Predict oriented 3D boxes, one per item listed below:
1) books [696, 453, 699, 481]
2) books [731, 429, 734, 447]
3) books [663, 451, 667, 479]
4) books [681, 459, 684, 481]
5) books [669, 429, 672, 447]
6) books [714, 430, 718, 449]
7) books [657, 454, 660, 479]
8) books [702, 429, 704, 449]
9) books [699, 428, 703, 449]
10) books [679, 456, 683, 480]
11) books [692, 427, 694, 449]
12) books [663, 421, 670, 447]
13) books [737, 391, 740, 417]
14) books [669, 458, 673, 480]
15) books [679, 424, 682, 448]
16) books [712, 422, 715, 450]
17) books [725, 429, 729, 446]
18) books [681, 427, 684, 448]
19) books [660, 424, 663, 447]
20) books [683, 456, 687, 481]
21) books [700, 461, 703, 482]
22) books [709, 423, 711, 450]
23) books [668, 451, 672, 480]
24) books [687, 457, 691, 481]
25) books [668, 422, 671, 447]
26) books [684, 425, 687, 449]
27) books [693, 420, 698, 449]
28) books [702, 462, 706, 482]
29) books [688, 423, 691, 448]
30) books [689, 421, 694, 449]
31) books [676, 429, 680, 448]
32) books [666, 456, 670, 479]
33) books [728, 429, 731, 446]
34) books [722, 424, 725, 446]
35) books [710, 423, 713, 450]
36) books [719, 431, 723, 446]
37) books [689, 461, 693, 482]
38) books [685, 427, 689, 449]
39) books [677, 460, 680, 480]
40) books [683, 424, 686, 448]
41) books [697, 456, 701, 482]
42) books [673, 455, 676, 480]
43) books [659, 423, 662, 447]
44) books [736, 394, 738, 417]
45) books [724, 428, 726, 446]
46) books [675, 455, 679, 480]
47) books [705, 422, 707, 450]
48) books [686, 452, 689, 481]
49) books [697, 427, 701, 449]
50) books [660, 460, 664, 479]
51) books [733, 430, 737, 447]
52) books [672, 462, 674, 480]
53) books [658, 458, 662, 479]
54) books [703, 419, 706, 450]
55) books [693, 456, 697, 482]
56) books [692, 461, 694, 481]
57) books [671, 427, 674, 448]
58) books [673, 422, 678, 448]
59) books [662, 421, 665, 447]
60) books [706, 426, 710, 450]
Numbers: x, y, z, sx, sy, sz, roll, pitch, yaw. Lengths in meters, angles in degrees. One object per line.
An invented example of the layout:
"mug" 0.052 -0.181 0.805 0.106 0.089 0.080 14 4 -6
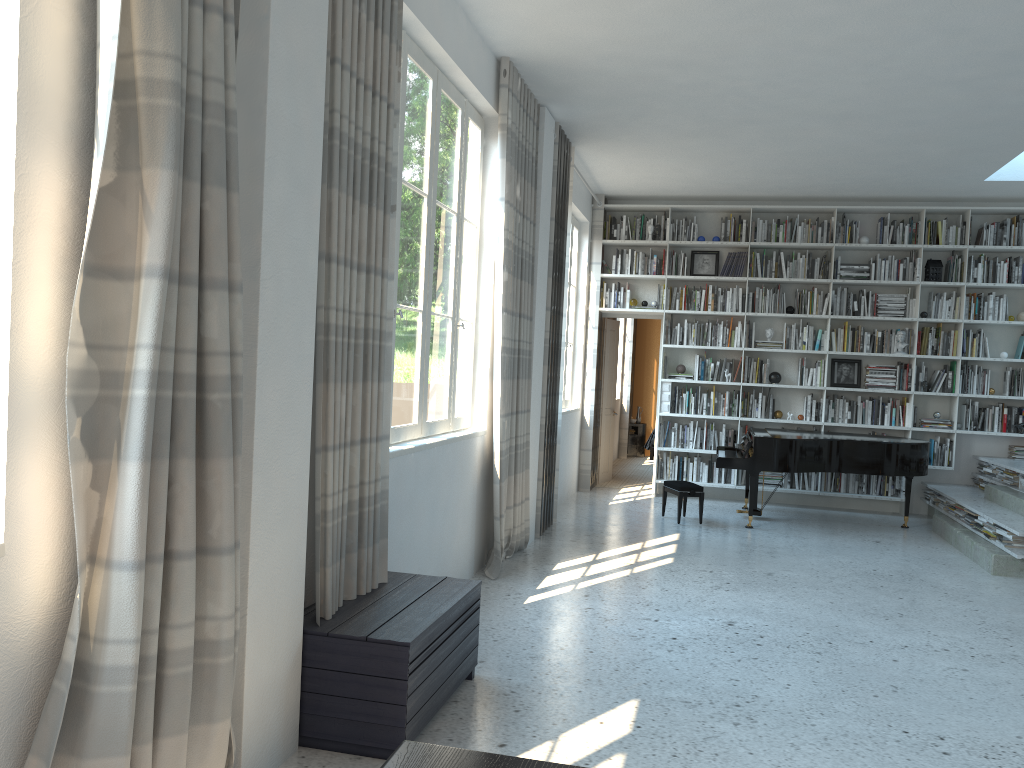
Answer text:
"books" 2.016 0.900 9.634 0.014 0.304 0.139 3 2 13
"books" 2.367 0.602 9.548 0.026 0.236 0.140 3 2 13
"books" 1.676 0.887 9.701 0.044 0.294 0.181 3 2 13
"books" 1.861 0.933 9.661 0.022 0.221 0.163 3 2 13
"books" 1.739 0.588 9.691 0.024 0.198 0.148 3 2 13
"books" 2.208 0.604 9.573 0.059 0.216 0.177 3 2 13
"books" 1.607 0.903 9.730 0.012 0.254 0.161 3 2 13
"books" 2.074 0.600 9.611 0.013 0.209 0.154 3 2 13
"books" 2.054 0.591 9.616 0.028 0.225 0.134 3 2 13
"books" 1.843 0.917 9.675 0.022 0.252 0.139 3 2 13
"books" 1.969 0.583 9.639 0.012 0.232 0.148 3 2 13
"books" 1.689 0.543 9.681 0.052 0.284 0.172 3 2 13
"books" 2.433 0.210 9.526 0.024 0.280 0.135 3 2 13
"books" 1.741 0.924 9.686 0.022 0.226 0.154 3 2 13
"books" 1.840 0.568 9.677 0.022 0.248 0.133 3 2 13
"books" 2.174 0.560 9.577 0.013 0.301 0.172 3 2 13
"books" 2.319 0.604 9.565 0.030 0.227 0.140 3 2 13
"books" 1.855 0.582 9.639 0.028 0.223 0.189 3 2 13
"books" 1.640 0.562 9.700 0.029 0.239 0.154 3 2 13
"books" 1.887 0.917 9.660 0.027 0.257 0.160 3 2 13
"books" 2.052 0.945 9.608 0.021 0.218 0.190 3 2 13
"books" 2.143 0.566 9.602 0.013 0.284 0.139 3 2 13
"books" 1.728 0.877 9.693 0.011 0.319 0.157 3 2 13
"books" 1.925 0.924 9.658 0.022 0.246 0.135 3 2 13
"books" 1.724 0.549 9.693 0.010 0.274 0.150 3 2 13
"books" 1.886 0.569 9.629 0.010 0.252 0.177 3 2 13
"books" 1.990 0.547 9.612 0.039 0.307 0.172 3 2 13
"books" 2.075 0.953 9.601 0.028 0.206 0.171 3 2 13
"books" 1.933 0.560 9.651 0.013 0.274 0.146 3 2 13
"books" 1.951 0.548 9.639 0.027 0.299 0.142 3 2 13
"books" 1.815 0.591 9.679 0.025 0.200 0.137 3 2 13
"books" 1.710 0.913 9.701 0.024 0.246 0.143 3 2 13
"books" 2.335 0.605 9.518 0.023 0.228 0.190 3 2 13
"books" 2.281 0.572 9.565 0.025 0.288 0.130 3 2 13
"books" 2.158 0.564 9.586 0.022 0.291 0.137 3 2 13
"books" 2.254 0.613 9.581 0.030 0.203 0.142 3 2 13
"books" 1.944 0.948 9.629 0.030 0.202 0.168 3 2 13
"books" 1.907 0.581 9.638 0.028 0.229 0.157 3 2 13
"books" 1.820 0.939 9.678 0.022 0.205 0.158 3 2 13
"books" 1.876 0.566 9.636 0.013 0.257 0.189 3 2 13
"books" 2.030 0.920 9.612 0.025 0.266 0.159 3 2 13
"books" 1.777 0.909 9.665 0.013 0.262 0.174 3 2 13
"books" 1.624 0.554 9.718 0.012 0.254 0.161 3 2 13
"books" 2.411 0.229 9.509 0.010 0.240 0.174 3 2 13
"books" 2.291 0.597 9.536 0.011 0.240 0.174 3 2 13
"books" 1.796 0.908 9.666 0.023 0.266 0.177 3 2 13
"books" 2.099 0.559 9.591 0.012 0.295 0.176 3 2 13
"books" 1.904 0.896 9.641 0.013 0.300 0.183 3 2 13
"books" 2.027 0.583 9.626 0.031 0.239 0.132 3 2 13
"books" 1.642 0.937 9.695 0.029 0.190 0.176 3 2 13
"books" 2.392 0.607 9.533 0.030 0.230 0.151 3 2 13
"books" 1.762 0.946 9.688 0.022 0.186 0.145 3 2 13
"books" 1.623 0.923 9.726 0.023 0.216 0.158 3 2 13
"books" 2.085 0.543 9.586 0.014 0.325 0.170 3 2 13
"books" 1.990 0.918 9.622 0.031 0.266 0.186 3 2 13
"books" 1.972 0.944 9.653 0.014 0.211 0.146 3 2 13
"books" 1.757 0.578 9.664 0.022 0.220 0.187 3 2 13
"books" 1.785 0.556 9.663 0.029 0.266 0.171 3 2 13
"books" 1.657 0.545 9.679 0.011 0.277 0.189 3 2 13
"books" 2.122 0.580 9.605 0.029 0.254 0.153 3 2 13
